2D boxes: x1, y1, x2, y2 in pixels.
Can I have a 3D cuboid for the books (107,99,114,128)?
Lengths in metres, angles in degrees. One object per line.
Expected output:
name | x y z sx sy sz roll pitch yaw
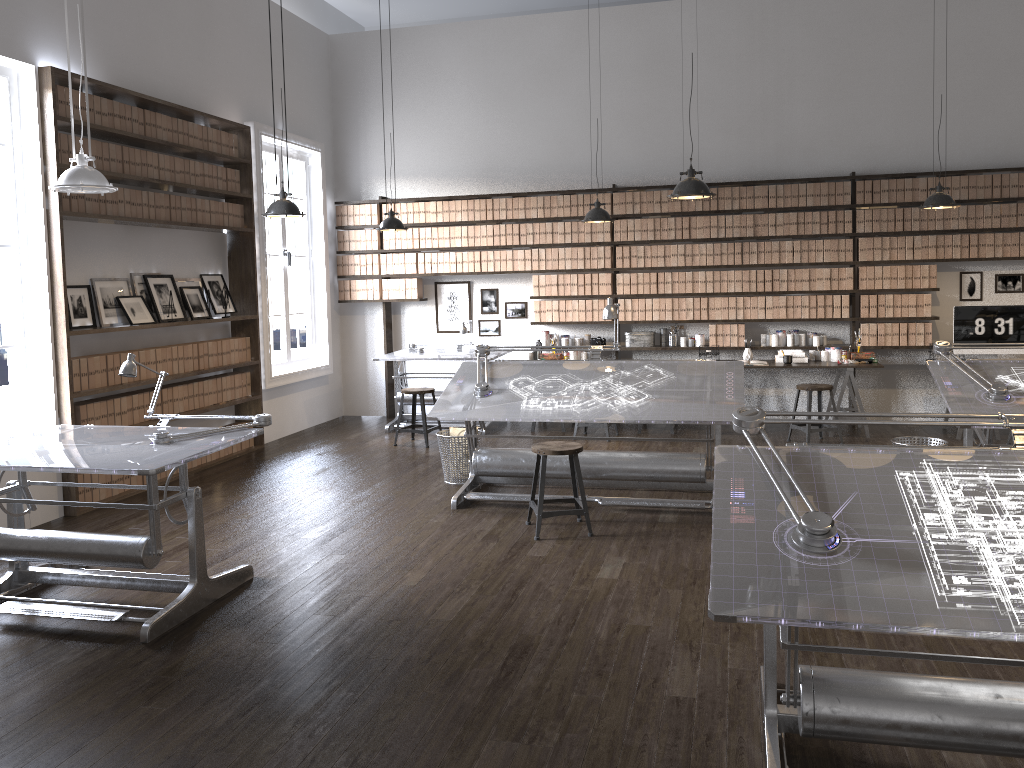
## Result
books | -3.017 -1.965 6.490 0.174 0.225 0.067 0 4 14

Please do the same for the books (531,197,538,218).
books | 0.254 -1.864 9.385 0.067 0.225 0.175 0 5 14

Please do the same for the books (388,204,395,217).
books | -1.298 -1.871 9.775 0.067 0.225 0.175 0 5 14

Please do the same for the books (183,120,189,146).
books | -2.789 -2.074 7.370 0.174 0.225 0.067 0 4 14

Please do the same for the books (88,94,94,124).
books | -3.067 -1.940 6.291 0.174 0.225 0.067 0 4 14

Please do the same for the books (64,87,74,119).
books | -3.114 -1.915 6.084 0.174 0.225 0.067 0 4 14

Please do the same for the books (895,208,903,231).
books | 3.714 -1.573 8.526 0.067 0.225 0.175 0 5 14

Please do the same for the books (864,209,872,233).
books | 3.447 -1.574 8.593 0.067 0.225 0.175 0 5 14

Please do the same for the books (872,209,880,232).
books | 3.517 -1.574 8.575 0.067 0.225 0.175 0 5 14

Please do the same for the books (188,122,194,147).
books | -2.771 -2.083 7.440 0.174 0.225 0.067 0 4 14

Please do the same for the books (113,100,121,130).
books | -2.996 -1.973 6.553 0.174 0.225 0.067 0 4 14

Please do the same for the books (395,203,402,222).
books | -1.224 -1.871 9.762 0.067 0.225 0.175 0 5 14

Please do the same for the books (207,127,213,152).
books | -2.704 -2.117 7.714 0.174 0.225 0.067 0 4 14

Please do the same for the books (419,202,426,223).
books | -0.954 -1.869 9.687 0.067 0.225 0.175 0 5 14

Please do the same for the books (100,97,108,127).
books | -3.030 -1.957 6.428 0.174 0.225 0.067 0 4 14

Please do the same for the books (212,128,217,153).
books | -2.688 -2.125 7.784 0.174 0.225 0.067 0 4 14

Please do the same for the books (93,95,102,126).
books | -3.046 -1.949 6.358 0.174 0.225 0.067 0 4 14

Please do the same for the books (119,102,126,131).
books | -2.985 -1.981 6.620 0.174 0.225 0.067 0 4 14

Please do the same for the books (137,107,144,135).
books | -2.934 -2.007 6.826 0.174 0.225 0.067 0 4 14

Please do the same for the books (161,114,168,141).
books | -2.860 -2.041 7.103 0.174 0.225 0.067 0 4 14

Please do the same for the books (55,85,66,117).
books | -3.131 -1.906 6.014 0.174 0.225 0.067 0 4 14

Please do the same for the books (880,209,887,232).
books | 3.580 -1.574 8.564 0.067 0.225 0.175 0 5 14

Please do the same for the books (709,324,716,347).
books | 2.049 -0.497 9.025 0.067 0.225 0.175 0 5 14

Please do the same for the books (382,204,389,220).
books | -1.368 -1.871 9.799 0.067 0.225 0.175 0 5 14

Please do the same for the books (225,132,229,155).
books | -2.643 -2.149 7.976 0.174 0.225 0.067 0 4 14

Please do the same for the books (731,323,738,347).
books | 2.252 -0.496 8.975 0.067 0.225 0.175 0 5 14

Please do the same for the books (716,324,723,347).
books | 2.116 -0.497 9.014 0.067 0.225 0.175 0 5 14

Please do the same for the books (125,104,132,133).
books | -2.968 -1.990 6.688 0.174 0.225 0.067 0 4 14

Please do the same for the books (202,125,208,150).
books | -2.725 -2.108 7.647 0.174 0.225 0.067 0 4 14

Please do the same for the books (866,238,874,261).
books | 3.467 -1.307 8.607 0.067 0.225 0.175 0 5 14

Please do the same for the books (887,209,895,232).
books | 3.644 -1.574 8.550 0.067 0.225 0.175 0 5 14

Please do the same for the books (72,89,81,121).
books | -3.099 -1.924 6.155 0.174 0.225 0.067 0 4 14

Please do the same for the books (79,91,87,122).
books | -3.086 -1.932 6.224 0.174 0.225 0.067 0 4 14

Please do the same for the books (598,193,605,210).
books | 0.937 -1.861 9.212 0.067 0.225 0.175 0 5 14

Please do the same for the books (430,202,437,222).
books | -0.827 -1.869 9.658 0.067 0.225 0.175 0 5 14

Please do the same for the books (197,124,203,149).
books | -2.744 -2.100 7.580 0.174 0.225 0.067 0 4 14

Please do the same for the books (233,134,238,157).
books | -2.604 -2.166 8.112 0.174 0.225 0.067 0 4 14

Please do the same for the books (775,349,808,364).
books | 2.697 -0.279 8.547 0.294 0.147 0.387 0 7 14

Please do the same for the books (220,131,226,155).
books | -2.653 -2.141 7.909 0.174 0.225 0.067 0 4 14

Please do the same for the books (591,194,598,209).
books | 0.870 -1.862 9.233 0.067 0.225 0.175 0 5 14

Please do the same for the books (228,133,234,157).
books | -2.625 -2.158 8.044 0.174 0.225 0.067 0 4 14

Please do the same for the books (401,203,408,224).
books | -1.156 -1.870 9.740 0.067 0.225 0.175 0 5 14

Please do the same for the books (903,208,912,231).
books | 3.788 -1.573 8.513 0.067 0.225 0.175 0 5 14

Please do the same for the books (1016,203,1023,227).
books | 4.735 -1.569 8.274 0.067 0.225 0.175 0 5 14

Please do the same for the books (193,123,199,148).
books | -2.757 -2.092 7.511 0.174 0.225 0.067 0 4 14

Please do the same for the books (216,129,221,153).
books | -2.674 -2.133 7.845 0.174 0.225 0.067 0 4 14

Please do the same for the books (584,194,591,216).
books | 0.802 -1.862 9.248 0.067 0.225 0.175 0 5 14

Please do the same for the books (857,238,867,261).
books | 3.406 -1.308 8.627 0.067 0.225 0.175 0 5 14

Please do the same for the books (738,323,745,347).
books | 2.322 -0.497 8.962 0.067 0.225 0.175 0 5 14

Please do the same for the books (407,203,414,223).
books | -1.086 -1.870 9.727 0.067 0.225 0.175 0 5 14

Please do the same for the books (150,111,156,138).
books | -2.897 -2.024 6.970 0.174 0.225 0.067 0 4 14

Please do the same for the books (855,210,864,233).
books | 3.378 -1.575 8.614 0.067 0.225 0.175 0 5 14

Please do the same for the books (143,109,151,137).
books | -2.910 -2.016 6.897 0.174 0.225 0.067 0 4 14

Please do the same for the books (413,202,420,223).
books | -1.018 -1.870 9.709 0.067 0.225 0.175 0 5 14

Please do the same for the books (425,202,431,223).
books | -0.888 -1.869 9.675 0.067 0.225 0.175 0 5 14

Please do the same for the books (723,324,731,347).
books | 2.184 -0.497 8.997 0.067 0.225 0.175 0 5 14

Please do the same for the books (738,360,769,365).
books | 2.270 -0.204 8.476 0.354 0.029 0.257 0 7 14
